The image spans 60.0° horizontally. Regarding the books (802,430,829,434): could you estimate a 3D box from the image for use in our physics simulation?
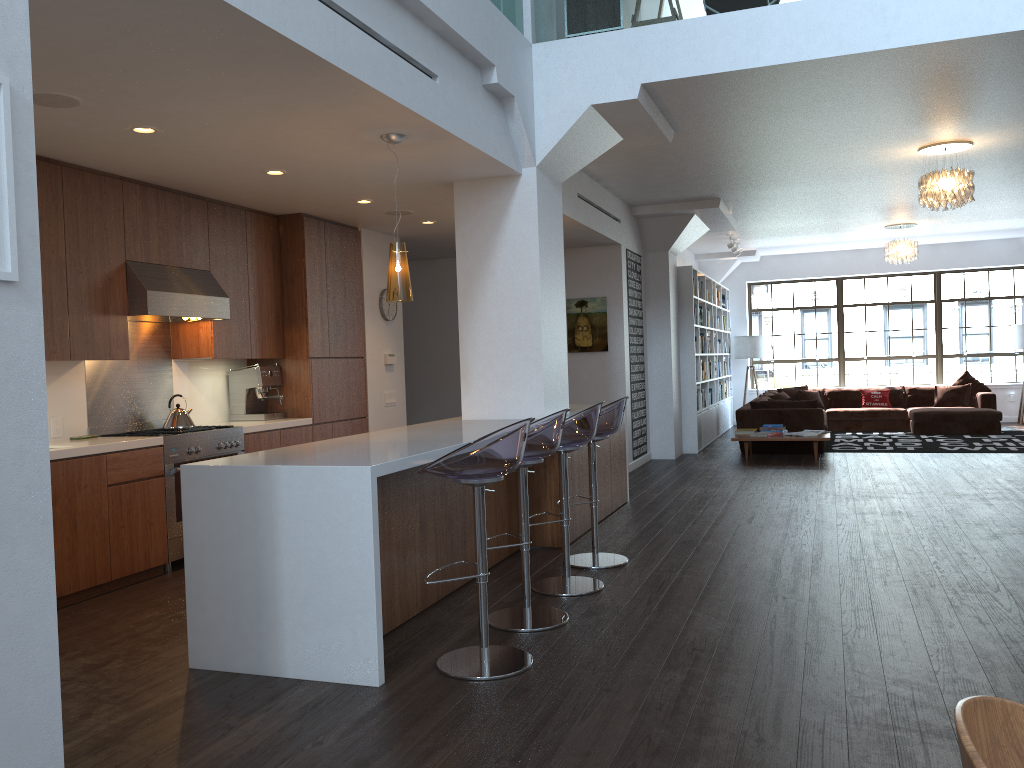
[{"bbox_3d":[3.667,0.575,10.741,0.256,0.035,0.350,-1,2,45],"label":"books"}]

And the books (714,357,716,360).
[{"bbox_3d":[3.018,-0.387,13.609,0.185,0.041,0.129,-1,2,34],"label":"books"}]

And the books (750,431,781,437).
[{"bbox_3d":[3.030,0.601,10.614,0.236,0.035,0.340,-1,2,45],"label":"books"}]

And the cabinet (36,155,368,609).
[{"bbox_3d":[-2.480,-0.054,5.557,0.598,2.499,5.299,-2,1,20],"label":"cabinet"}]

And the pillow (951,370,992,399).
[{"bbox_3d":[7.027,0.083,13.750,0.651,0.587,0.335,-2,1,-1],"label":"pillow"}]

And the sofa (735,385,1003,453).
[{"bbox_3d":[5.172,0.436,12.669,3.481,0.664,4.197,-2,1,20],"label":"sofa"}]

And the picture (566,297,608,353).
[{"bbox_3d":[0.833,-0.654,9.835,0.450,0.600,0.030,-2,1,20],"label":"picture"}]

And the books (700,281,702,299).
[{"bbox_3d":[2.533,-1.290,12.263,0.182,0.253,0.098,-2,1,20],"label":"books"}]

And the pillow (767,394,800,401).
[{"bbox_3d":[3.619,0.328,11.641,0.269,0.411,0.559,-3,1,-24],"label":"pillow"}]

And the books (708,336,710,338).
[{"bbox_3d":[2.841,-0.698,13.221,0.223,0.027,0.161,-2,1,9],"label":"books"}]

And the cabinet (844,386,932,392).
[{"bbox_3d":[6.398,0.363,14.887,1.520,0.625,0.350,-2,1,20],"label":"cabinet"}]

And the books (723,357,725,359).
[{"bbox_3d":[3.396,-0.423,14.674,0.224,0.030,0.161,-1,1,30],"label":"books"}]

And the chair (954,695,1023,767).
[{"bbox_3d":[0.756,0.774,0.842,0.618,0.833,0.629,-2,1,18],"label":"chair"}]

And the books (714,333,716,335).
[{"bbox_3d":[2.974,-0.754,13.518,0.224,0.030,0.161,-1,1,30],"label":"books"}]

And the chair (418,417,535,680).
[{"bbox_3d":[-0.131,0.648,3.656,0.481,1.014,0.530,-1,1,22],"label":"chair"}]

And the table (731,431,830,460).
[{"bbox_3d":[3.248,0.746,10.672,1.100,0.271,0.853,-2,1,20],"label":"table"}]

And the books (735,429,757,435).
[{"bbox_3d":[2.912,0.591,11.019,0.241,0.045,0.334,-2,1,21],"label":"books"}]

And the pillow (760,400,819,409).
[{"bbox_3d":[3.567,0.377,11.379,0.750,0.364,0.289,-2,1,19],"label":"pillow"}]

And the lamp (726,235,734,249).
[{"bbox_3d":[3.171,-2.060,12.860,0.120,0.211,0.111,-3,2,-36],"label":"lamp"}]

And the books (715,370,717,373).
[{"bbox_3d":[3.008,-0.185,13.650,0.259,0.040,0.180,-2,1,20],"label":"books"}]

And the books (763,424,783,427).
[{"bbox_3d":[3.230,0.518,10.969,0.224,0.027,0.157,-1,1,25],"label":"books"}]

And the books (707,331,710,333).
[{"bbox_3d":[2.731,-0.747,12.789,0.223,0.027,0.161,-1,1,29],"label":"books"}]

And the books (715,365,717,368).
[{"bbox_3d":[3.007,-0.267,13.624,0.253,0.040,0.183,-2,1,20],"label":"books"}]

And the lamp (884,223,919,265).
[{"bbox_3d":[5.482,-1.962,12.497,0.442,0.539,0.441,-3,1,-28],"label":"lamp"}]

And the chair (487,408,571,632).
[{"bbox_3d":[0.055,0.628,4.260,0.481,1.014,0.530,-2,1,18],"label":"chair"}]

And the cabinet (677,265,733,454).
[{"bbox_3d":[2.887,-0.379,13.569,0.461,2.414,4.500,-2,1,20],"label":"cabinet"}]

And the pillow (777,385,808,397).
[{"bbox_3d":[4.656,0.233,14.505,0.580,0.418,0.334,-2,1,-7],"label":"pillow"}]

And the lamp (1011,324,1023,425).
[{"bbox_3d":[8.230,-0.160,14.035,0.545,1.579,0.545,-1,2,31],"label":"lamp"}]

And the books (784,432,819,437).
[{"bbox_3d":[3.405,0.590,10.469,0.231,0.040,0.342,-3,1,-30],"label":"books"}]

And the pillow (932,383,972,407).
[{"bbox_3d":[6.781,0.176,13.666,0.542,0.362,0.248,-1,2,41],"label":"pillow"}]

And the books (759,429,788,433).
[{"bbox_3d":[3.231,0.585,10.968,0.312,0.037,0.216,-2,1,10],"label":"books"}]

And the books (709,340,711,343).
[{"bbox_3d":[2.853,-0.633,13.187,0.183,0.042,0.253,-2,1,20],"label":"books"}]

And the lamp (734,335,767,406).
[{"bbox_3d":[4.205,-0.053,15.584,0.545,1.579,0.545,-2,1,9],"label":"lamp"}]

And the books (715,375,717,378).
[{"bbox_3d":[3.008,-0.108,13.624,0.246,0.038,0.171,-2,1,20],"label":"books"}]

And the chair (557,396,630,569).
[{"bbox_3d":[0.496,0.586,5.448,0.481,1.014,0.530,-1,1,22],"label":"chair"}]

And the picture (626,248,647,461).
[{"bbox_3d":[1.460,-0.341,10.313,0.021,2.380,0.800,-2,1,20],"label":"picture"}]

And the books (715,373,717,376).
[{"bbox_3d":[3.005,-0.145,13.626,0.251,0.037,0.160,-1,1,25],"label":"books"}]

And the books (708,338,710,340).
[{"bbox_3d":[2.848,-0.669,13.195,0.161,0.033,0.223,-2,1,20],"label":"books"}]

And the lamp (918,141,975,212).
[{"bbox_3d":[3.784,-1.795,7.732,0.442,0.539,0.441,-3,1,-28],"label":"lamp"}]

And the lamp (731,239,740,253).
[{"bbox_3d":[3.342,-2.077,13.336,0.120,0.211,0.111,-3,1,-21],"label":"lamp"}]

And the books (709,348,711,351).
[{"bbox_3d":[2.858,-0.507,13.184,0.160,0.039,0.251,-1,1,25],"label":"books"}]

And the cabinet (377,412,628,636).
[{"bbox_3d":[-0.182,0.705,5.744,0.898,0.796,4.493,-2,1,20],"label":"cabinet"}]

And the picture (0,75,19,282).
[{"bbox_3d":[-1.321,-0.495,1.955,0.018,0.500,0.500,-2,1,20],"label":"picture"}]

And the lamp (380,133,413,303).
[{"bbox_3d":[0.505,-1.412,5.545,2.842,1.807,0.149,-3,2,-31],"label":"lamp"}]

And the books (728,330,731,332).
[{"bbox_3d":[3.632,-0.922,15.428,0.197,0.035,0.284,-3,2,-40],"label":"books"}]

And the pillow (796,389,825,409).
[{"bbox_3d":[4.804,0.249,14.350,0.489,0.337,0.238,-2,1,-11],"label":"pillow"}]

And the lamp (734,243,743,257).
[{"bbox_3d":[3.516,-2.094,13.824,0.120,0.211,0.111,-2,1,-6],"label":"lamp"}]

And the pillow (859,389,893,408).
[{"bbox_3d":[5.803,0.235,14.143,0.465,0.308,0.220,-2,1,16],"label":"pillow"}]

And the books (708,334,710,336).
[{"bbox_3d":[2.857,-0.724,13.205,0.144,0.024,0.208,-1,1,25],"label":"books"}]

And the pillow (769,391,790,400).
[{"bbox_3d":[3.998,0.305,13.022,0.325,0.391,0.625,-1,2,36],"label":"pillow"}]

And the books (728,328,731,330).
[{"bbox_3d":[3.630,-0.957,15.427,0.284,0.033,0.197,-1,2,35],"label":"books"}]

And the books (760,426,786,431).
[{"bbox_3d":[3.227,0.549,10.973,0.279,0.035,0.191,-1,1,30],"label":"books"}]

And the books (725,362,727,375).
[{"bbox_3d":[3.579,-0.258,15.149,0.168,0.228,0.139,-2,1,20],"label":"books"}]

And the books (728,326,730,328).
[{"bbox_3d":[3.630,-0.989,15.421,0.174,0.032,0.254,-3,2,-35],"label":"books"}]

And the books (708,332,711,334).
[{"bbox_3d":[2.861,-0.758,13.199,0.129,0.043,0.185,-1,2,34],"label":"books"}]

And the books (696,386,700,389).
[{"bbox_3d":[2.345,0.045,11.648,0.223,0.027,0.161,-1,1,29],"label":"books"}]

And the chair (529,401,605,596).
[{"bbox_3d":[0.285,0.606,4.855,0.481,1.014,0.530,-2,1,18],"label":"chair"}]
